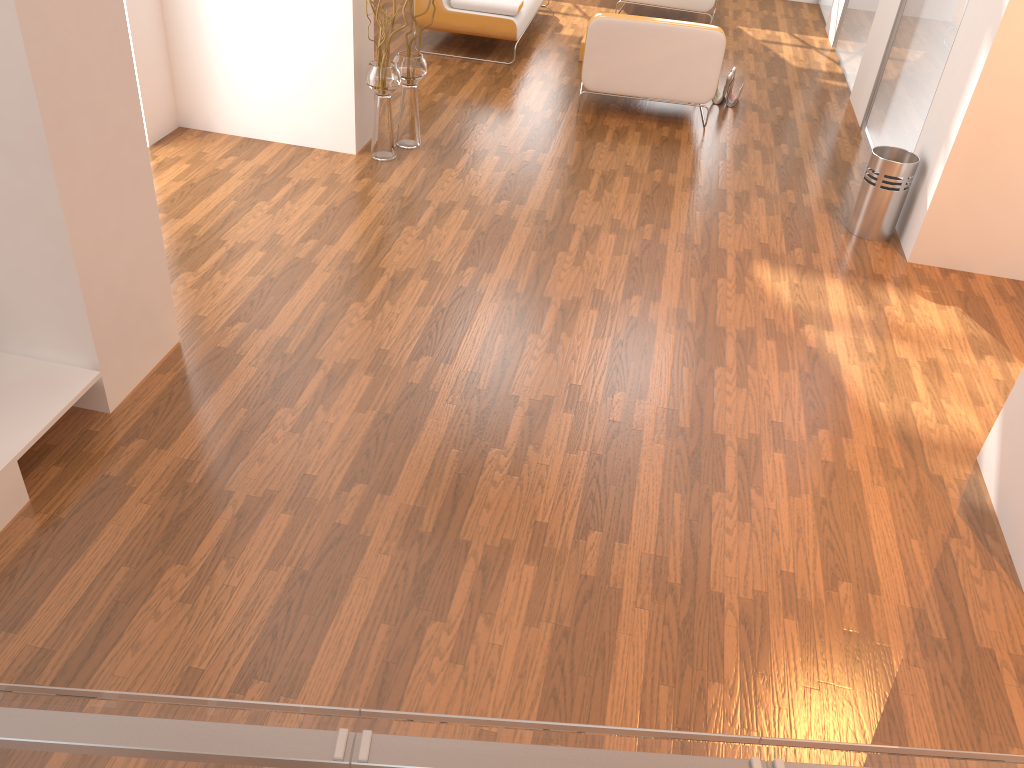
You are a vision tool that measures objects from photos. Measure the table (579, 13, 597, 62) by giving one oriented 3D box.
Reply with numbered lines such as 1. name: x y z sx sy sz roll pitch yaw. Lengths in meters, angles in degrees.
1. table: 1.133 -2.870 7.489 1.000 0.150 1.000 11 36 6

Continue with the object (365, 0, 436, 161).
1. object: -0.688 -1.812 4.970 0.284 1.112 0.655 24 40 23

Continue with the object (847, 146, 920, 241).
1. object: 2.027 -1.042 4.855 0.248 0.450 0.248 -19 43 -30

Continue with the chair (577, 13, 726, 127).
1. chair: 0.973 -2.317 6.274 0.923 0.661 0.825 8 36 2

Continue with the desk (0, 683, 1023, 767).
1. desk: 0.044 1.190 1.267 2.239 0.750 1.092 5 36 -2

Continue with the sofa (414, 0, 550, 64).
1. sofa: -0.185 -3.398 7.597 0.825 0.661 2.010 10 36 5

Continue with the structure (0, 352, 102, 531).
1. structure: -0.490 0.080 0.777 4.630 3.042 3.450 11 36 6

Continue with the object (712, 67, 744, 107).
1. object: 1.616 -2.221 6.612 0.189 0.217 0.281 16 37 14

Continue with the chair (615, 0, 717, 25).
1. chair: 1.527 -3.875 8.488 0.923 0.661 0.825 12 36 9
